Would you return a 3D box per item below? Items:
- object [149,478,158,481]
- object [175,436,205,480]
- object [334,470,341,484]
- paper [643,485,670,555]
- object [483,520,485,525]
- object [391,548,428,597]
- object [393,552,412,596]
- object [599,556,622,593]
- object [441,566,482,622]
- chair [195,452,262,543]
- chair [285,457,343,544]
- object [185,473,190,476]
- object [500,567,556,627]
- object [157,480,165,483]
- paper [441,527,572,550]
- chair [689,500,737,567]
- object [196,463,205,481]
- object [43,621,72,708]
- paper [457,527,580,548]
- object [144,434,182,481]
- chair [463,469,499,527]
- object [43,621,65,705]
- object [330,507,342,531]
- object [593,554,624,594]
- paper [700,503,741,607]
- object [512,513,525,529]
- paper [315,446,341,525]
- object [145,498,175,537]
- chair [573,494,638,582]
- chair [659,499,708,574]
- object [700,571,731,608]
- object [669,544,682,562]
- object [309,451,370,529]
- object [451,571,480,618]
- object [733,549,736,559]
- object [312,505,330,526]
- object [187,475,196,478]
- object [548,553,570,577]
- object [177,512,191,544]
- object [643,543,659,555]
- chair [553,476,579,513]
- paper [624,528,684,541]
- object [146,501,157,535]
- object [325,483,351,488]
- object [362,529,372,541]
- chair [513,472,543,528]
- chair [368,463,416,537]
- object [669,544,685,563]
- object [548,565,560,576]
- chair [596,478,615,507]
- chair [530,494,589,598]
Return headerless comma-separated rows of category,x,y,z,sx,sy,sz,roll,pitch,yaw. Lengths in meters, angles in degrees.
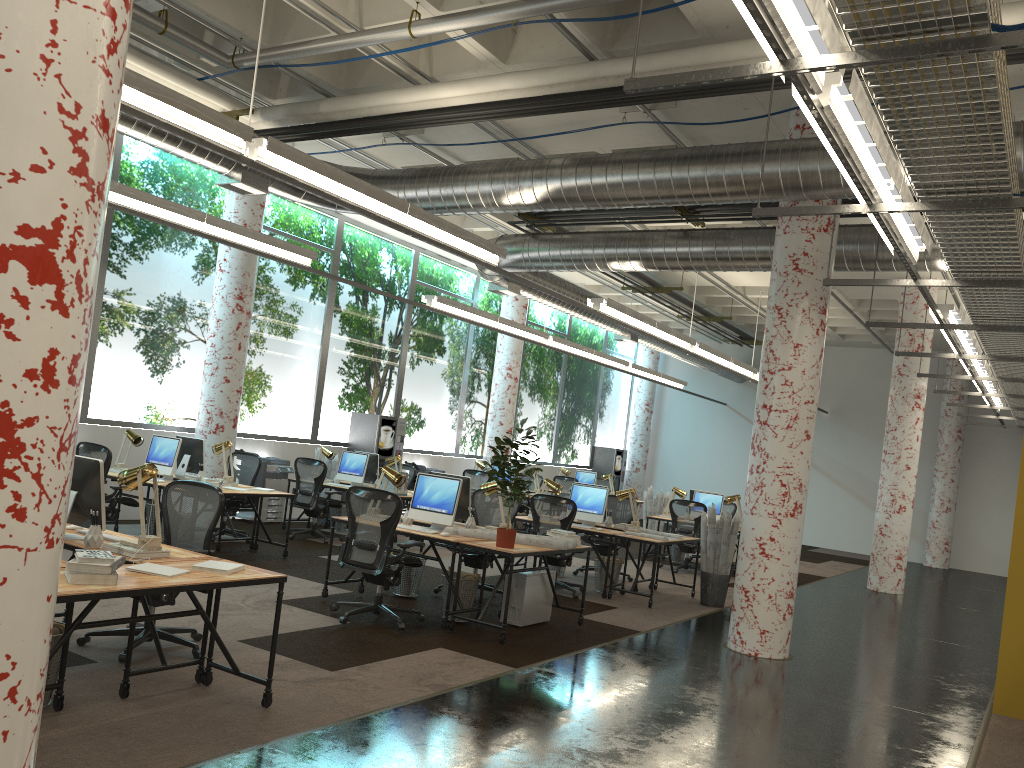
object,-4.024,1.024,9.640,0.438,0.017,0.119,5,-5,32
object,-3.804,0.868,10.406,0.482,0.485,0.190,5,-2,32
object,-2.502,1.324,12.702,0.101,0.209,0.101,7,-1,-13
paper,2.404,2.314,15.038,0.440,1.197,0.413,7,-1,10
object,-0.536,2.456,16.513,0.234,0.403,0.120,6,-2,33
object,-1.003,1.815,8.547,0.358,0.434,0.354,6,-2,28
object,-1.050,1.819,8.482,0.234,0.403,0.120,6,-2,33
object,1.155,2.245,10.447,0.234,0.403,0.120,6,-2,33
object,-0.461,1.822,7.684,0.358,0.434,0.354,6,-2,28
chair,-3.489,1.373,10.927,0.769,1.084,0.795,6,-2,16
chair,-2.650,1.545,11.942,0.769,1.084,0.795,6,-2,16
object,-3.968,1.101,10.757,0.059,0.029,0.107,5,-4,33
object,0.153,1.911,7.987,0.220,0.454,0.543,6,-3,32
object,-3.750,1.038,9.462,0.059,0.029,0.107,5,-4,33
paper,-0.054,1.309,7.566,1.133,0.082,0.083,7,-2,6
chair,3.430,2.495,14.971,0.769,1.084,0.795,6,-2,16
object,-3.567,1.021,10.175,0.101,0.209,0.101,7,-1,-13
object,-2.415,1.383,4.446,0.358,0.434,0.354,6,-2,28
paper,0.034,1.330,7.708,1.134,0.082,0.083,7,-2,-4
object,-3.858,0.821,9.819,0.482,0.485,0.190,5,-2,32
chair,-0.574,2.031,15.331,0.769,1.084,0.795,6,-2,16
object,-2.371,1.406,4.510,0.234,0.403,0.120,6,-2,33
object,-2.613,1.970,13.125,0.234,0.403,0.120,6,-2,33
object,1.111,2.221,10.383,0.358,0.434,0.354,6,-2,28
paper,2.392,1.992,10.381,0.440,1.197,0.413,7,-1,10
object,0.096,2.483,15.779,0.234,0.403,0.120,6,-2,33
paper,-2.888,1.574,13.650,0.440,1.197,0.413,7,-1,10
object,-4.193,1.585,10.533,0.358,0.434,0.354,6,-2,28
chair,1.274,2.002,11.640,0.769,1.084,0.795,6,-2,16
chair,2.641,2.285,13.330,0.769,1.084,0.795,6,-2,16
object,2.366,2.404,10.375,0.353,0.398,0.353,7,-2,-13
object,2.679,2.710,14.513,0.234,0.403,0.120,6,-2,33
object,-2.524,1.542,12.628,1.075,1.208,0.191,6,-2,32
object,-0.418,1.845,7.748,0.234,0.403,0.120,6,-2,33
object,3.268,2.714,13.714,0.358,0.434,0.354,6,-2,28
object,-2.914,1.985,13.644,0.354,0.398,0.352,9,-3,-39
object,-3.695,1.128,10.578,0.438,0.017,0.119,5,-5,32
object,0.569,2.215,11.246,0.358,0.434,0.354,6,-2,28
object,-3.651,1.592,9.670,0.358,0.434,0.354,6,-2,28
object,2.377,2.726,15.032,0.353,0.398,0.353,7,-2,-13
chair,1.118,2.428,18.093,0.769,1.084,0.795,6,-2,16
paper,1.640,1.740,10.229,0.566,0.061,0.628,5,-4,29
object,-4.240,1.589,10.468,0.234,0.403,0.120,6,-2,33
object,-2.397,1.405,12.297,0.438,0.017,0.119,5,-5,32
object,-1.980,1.997,12.390,0.234,0.403,0.120,6,-2,33
chair,0.215,2.241,16.972,0.769,1.084,0.795,6,-2,16
chair,-1.861,1.754,13.583,0.769,1.084,0.795,6,-2,16
object,2.726,2.707,14.577,0.358,0.434,0.354,6,-2,28
object,0.522,2.218,11.181,0.234,0.403,0.120,6,-2,33
chair,1.907,2.637,19.734,0.769,1.084,0.795,6,-2,16
chair,0.485,1.793,9.999,0.769,1.084,0.795,6,-2,16
